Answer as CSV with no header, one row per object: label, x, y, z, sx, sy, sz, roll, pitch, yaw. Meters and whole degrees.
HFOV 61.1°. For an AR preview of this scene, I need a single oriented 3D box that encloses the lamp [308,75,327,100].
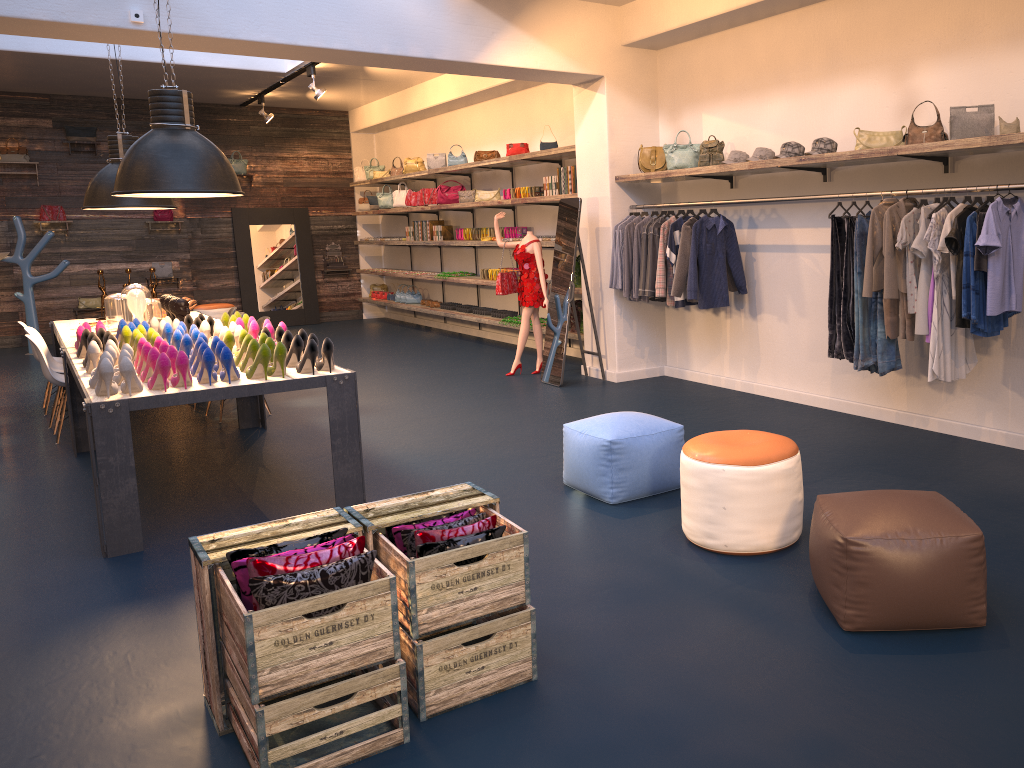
lamp,-2.362,-3.579,10.519,0.234,0.325,0.187,-1,8,12

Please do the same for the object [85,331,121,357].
object,-2.516,-0.236,5.337,0.215,0.194,0.228,-6,9,-23

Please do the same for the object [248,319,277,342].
object,-1.695,-0.346,5.847,0.216,0.194,0.227,-6,10,-24

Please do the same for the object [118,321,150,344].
object,-2.556,-0.334,5.893,0.219,0.194,0.223,-9,11,-39

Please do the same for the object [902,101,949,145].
object,2.724,-1.714,5.721,0.273,0.297,0.111,3,9,29

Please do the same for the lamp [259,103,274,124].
lamp,-3.584,-3.932,12.653,0.234,0.325,0.187,-1,8,12

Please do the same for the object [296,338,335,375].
object,-1.065,-0.160,4.725,0.218,0.194,0.225,-7,10,-30

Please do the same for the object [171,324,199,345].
object,-2.105,-0.292,5.599,0.218,0.194,0.225,-7,10,-30

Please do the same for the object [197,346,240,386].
object,-1.514,-0.104,4.467,0.215,0.194,0.228,-6,9,-23

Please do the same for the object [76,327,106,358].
object,-2.661,-0.267,5.531,0.218,0.194,0.225,-7,10,-30

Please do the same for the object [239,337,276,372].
object,-1.400,-0.168,4.814,0.218,0.194,0.225,-7,10,-30

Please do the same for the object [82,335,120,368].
object,-2.408,-0.197,5.107,0.219,0.194,0.224,-8,11,-35

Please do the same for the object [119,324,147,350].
object,-2.470,-0.297,5.671,0.217,0.194,0.226,-6,10,-27

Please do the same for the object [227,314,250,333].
object,-1.974,-0.413,6.259,0.218,0.194,0.225,-7,10,-30

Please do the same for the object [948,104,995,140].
object,2.880,-1.633,5.448,0.265,0.228,0.082,0,8,14

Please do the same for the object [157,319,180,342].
object,-2.374,-0.360,6.012,0.218,0.194,0.225,-7,10,-30

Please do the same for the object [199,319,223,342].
object,-2.060,-0.348,5.907,0.219,0.194,0.224,-8,11,-35

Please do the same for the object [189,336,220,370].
object,-1.736,-0.181,4.927,0.218,0.194,0.224,-7,10,-33

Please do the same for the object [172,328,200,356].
object,-2.012,-0.254,5.373,0.225,0.194,0.225,-7,10,-31

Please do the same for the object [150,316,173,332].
object,-2.510,-0.395,6.225,0.216,0.194,0.227,-6,10,-24

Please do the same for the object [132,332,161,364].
object,-2.189,-0.221,5.212,0.218,0.194,0.225,-7,10,-30

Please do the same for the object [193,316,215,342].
object,-2.190,-0.386,6.135,0.218,0.194,0.224,-7,10,-33

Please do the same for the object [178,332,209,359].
object,-1.881,-0.212,5.121,0.218,0.194,0.225,-7,10,-30

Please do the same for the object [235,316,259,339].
object,-1.867,-0.378,6.048,0.218,0.194,0.225,-7,10,-30

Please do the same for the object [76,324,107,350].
object,-2.782,-0.305,5.757,0.219,0.194,0.230,-5,9,-19

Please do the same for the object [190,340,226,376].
object,-1.632,-0.144,4.708,0.218,0.194,0.225,-7,10,-30

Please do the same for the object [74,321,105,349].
object,-2.895,-0.342,5.980,0.219,0.194,0.223,-8,11,-36

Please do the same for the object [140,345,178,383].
object,-1.834,-0.111,4.551,0.218,0.194,0.225,-7,10,-30

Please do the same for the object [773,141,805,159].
object,2.114,-1.776,6.619,0.255,0.135,0.165,-4,9,-12

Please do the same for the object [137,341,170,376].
object,-1.953,-0.148,4.770,0.216,0.194,0.227,-6,10,-26

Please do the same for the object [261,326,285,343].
object,-1.486,-0.269,5.387,0.215,0.194,0.228,-5,9,-22

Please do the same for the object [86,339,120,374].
object,-2.291,-0.160,4.883,0.215,0.194,0.228,-5,9,-22

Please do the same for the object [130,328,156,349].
object,-2.313,-0.261,5.449,0.218,0.194,0.225,-7,10,-30

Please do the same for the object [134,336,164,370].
object,-2.064,-0.184,4.987,0.215,0.194,0.228,-6,9,-23

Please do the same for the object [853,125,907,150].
object,2.530,-1.685,5.958,0.356,0.173,0.238,0,9,9

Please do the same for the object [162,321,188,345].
object,-2.260,-0.325,5.805,0.218,0.194,0.225,-7,10,-30

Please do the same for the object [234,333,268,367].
object,-1.502,-0.205,5.031,0.219,0.194,0.224,-8,11,-35

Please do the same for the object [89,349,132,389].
object,-2.030,-0.082,4.412,0.219,0.194,0.223,-9,11,-39

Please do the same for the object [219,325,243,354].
object,-1.781,-0.281,5.494,0.218,0.194,0.225,-7,10,-30

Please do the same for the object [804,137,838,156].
object,2.264,-1.733,6.357,0.255,0.135,0.165,-4,9,-12

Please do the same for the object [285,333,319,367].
object,-1.197,-0.197,4.949,0.218,0.194,0.225,-7,10,-30

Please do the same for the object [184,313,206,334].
object,-2.332,-0.424,6.363,0.218,0.194,0.225,-7,10,-30

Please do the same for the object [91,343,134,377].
object,-2.133,-0.122,4.650,0.220,0.194,0.223,-10,12,-44

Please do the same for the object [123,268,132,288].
object,-3.599,-0.852,8.145,0.135,0.465,0.145,-1,7,12

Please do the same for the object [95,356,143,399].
object,-1.900,-0.044,4.183,0.216,0.194,0.227,-6,10,-25

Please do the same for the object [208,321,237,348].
object,-1.895,-0.320,5.728,0.218,0.194,0.225,-7,10,-30

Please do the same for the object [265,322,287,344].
object,-1.553,-0.310,5.626,0.219,0.194,0.224,-8,10,-34

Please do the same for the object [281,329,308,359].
object,-1.312,-0.236,5.183,0.218,0.194,0.225,-7,10,-30

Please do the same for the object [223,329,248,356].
object,-1.673,-0.237,5.233,0.218,0.194,0.225,-7,10,-30

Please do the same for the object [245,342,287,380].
object,-1.292,-0.130,4.586,0.219,0.194,0.223,-8,11,-37

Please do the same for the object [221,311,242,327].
object,-2.101,-0.449,6.473,0.218,0.194,0.225,-7,10,-30

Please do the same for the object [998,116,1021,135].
object,2.990,-1.547,5.220,0.129,0.132,0.082,-1,8,4

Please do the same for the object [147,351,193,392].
object,-1.700,-0.074,4.323,0.218,0.194,0.224,-8,10,-33

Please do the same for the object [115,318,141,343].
object,-2.698,-0.371,6.116,0.218,0.194,0.225,-7,10,-30
